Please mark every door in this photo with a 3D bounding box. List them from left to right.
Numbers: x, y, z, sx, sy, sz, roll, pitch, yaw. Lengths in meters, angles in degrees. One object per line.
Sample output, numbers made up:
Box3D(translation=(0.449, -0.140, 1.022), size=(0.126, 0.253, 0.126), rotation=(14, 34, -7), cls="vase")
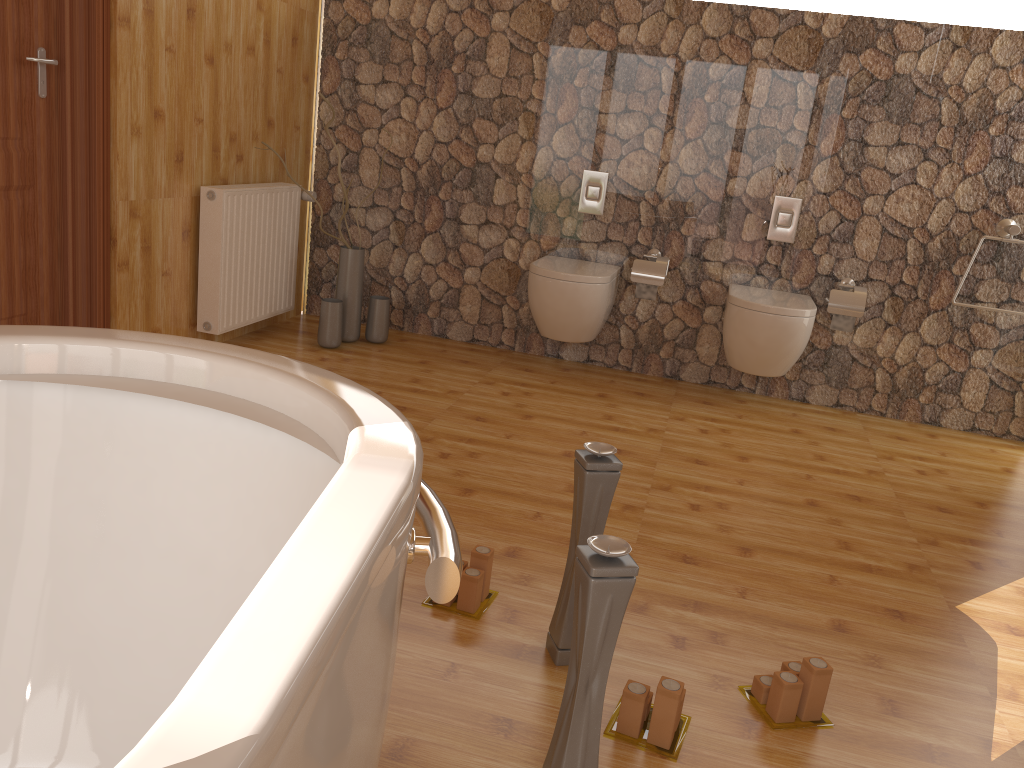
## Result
Box3D(translation=(-1.609, -0.897, 2.578), size=(0.106, 2.001, 0.823), rotation=(10, 16, 11), cls="door")

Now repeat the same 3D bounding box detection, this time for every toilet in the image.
Box3D(translation=(0.263, -0.375, 4.085), size=(0.371, 0.337, 0.507), rotation=(11, 16, 11), cls="toilet")
Box3D(translation=(1.112, -0.217, 3.910), size=(0.371, 0.337, 0.507), rotation=(11, 16, 11), cls="toilet")

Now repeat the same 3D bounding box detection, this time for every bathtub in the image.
Box3D(translation=(-0.706, 0.372, 0.616), size=(0.977, 0.900, 1.946), rotation=(11, 16, 14), cls="bathtub")

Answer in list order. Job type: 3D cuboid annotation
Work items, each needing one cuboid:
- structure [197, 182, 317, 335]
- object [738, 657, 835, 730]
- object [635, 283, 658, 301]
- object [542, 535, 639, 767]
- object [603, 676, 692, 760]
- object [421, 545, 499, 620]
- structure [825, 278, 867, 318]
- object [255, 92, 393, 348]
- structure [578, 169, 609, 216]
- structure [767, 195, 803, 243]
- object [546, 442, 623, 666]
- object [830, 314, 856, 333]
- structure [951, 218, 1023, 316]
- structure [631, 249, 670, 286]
Box3D(translation=(-1.127, -0.583, 3.979), size=(0.150, 0.600, 0.745), rotation=(11, 16, 11), cls="structure")
Box3D(translation=(0.569, 0.602, 1.808), size=(0.141, 0.131, 0.141), rotation=(3, 16, -16), cls="object")
Box3D(translation=(0.635, -0.473, 4.131), size=(0.098, 0.151, 0.090), rotation=(11, 16, 11), cls="object")
Box3D(translation=(0.119, 0.473, 1.419), size=(0.080, 0.478, 0.080), rotation=(3, 16, -16), cls="object")
Box3D(translation=(0.270, 0.597, 1.690), size=(0.141, 0.131, 0.141), rotation=(13, 17, 19), cls="object")
Box3D(translation=(-0.112, 0.442, 2.063), size=(0.141, 0.131, 0.141), rotation=(12, 16, 15), cls="object")
Box3D(translation=(1.489, -0.391, 3.961), size=(0.170, 0.151, 0.154), rotation=(11, 16, 11), cls="structure")
Box3D(translation=(-0.820, -0.722, 4.011), size=(0.277, 1.123, 0.658), rotation=(18, 19, 33), cls="object")
Box3D(translation=(0.383, -0.903, 4.186), size=(0.120, 0.200, 0.010), rotation=(11, 16, 11), cls="structure")
Box3D(translation=(1.232, -0.745, 4.011), size=(0.120, 0.200, 0.010), rotation=(11, 16, 11), cls="structure")
Box3D(translation=(0.941, -0.021, 0.869), size=(0.347, 1.921, 2.276), rotation=(-4, 19, -34), cls="object")
Box3D(translation=(1.481, -0.315, 3.958), size=(0.098, 0.151, 0.090), rotation=(11, 16, 11), cls="object")
Box3D(translation=(2.090, -0.509, 3.791), size=(0.332, 0.387, 0.133), rotation=(11, 16, 11), cls="structure")
Box3D(translation=(0.643, -0.549, 4.135), size=(0.170, 0.151, 0.154), rotation=(11, 16, 11), cls="structure")
